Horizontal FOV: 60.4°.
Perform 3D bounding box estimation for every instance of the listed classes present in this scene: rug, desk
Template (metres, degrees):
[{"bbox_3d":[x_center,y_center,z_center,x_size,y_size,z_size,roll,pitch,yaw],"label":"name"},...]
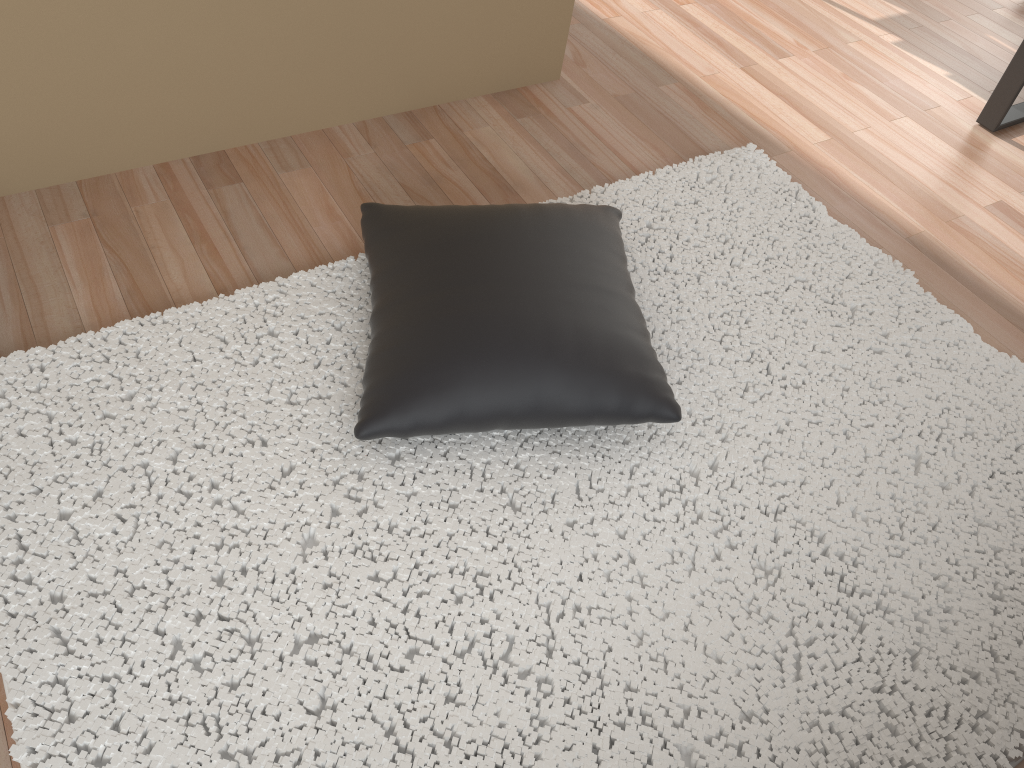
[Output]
[{"bbox_3d":[0.200,0.158,1.617,2.058,0.043,1.515,-20,54,-26],"label":"rug"},{"bbox_3d":[1.470,-1.697,3.149,0.817,0.647,1.674,-19,53,-25],"label":"desk"}]

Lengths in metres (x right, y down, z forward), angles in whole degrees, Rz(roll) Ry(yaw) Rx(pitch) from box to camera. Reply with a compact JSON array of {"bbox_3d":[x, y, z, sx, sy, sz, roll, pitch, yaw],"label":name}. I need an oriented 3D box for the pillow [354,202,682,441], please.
[{"bbox_3d":[-0.012,-0.155,1.747,0.581,0.198,0.647,1,47,-9],"label":"pillow"}]
